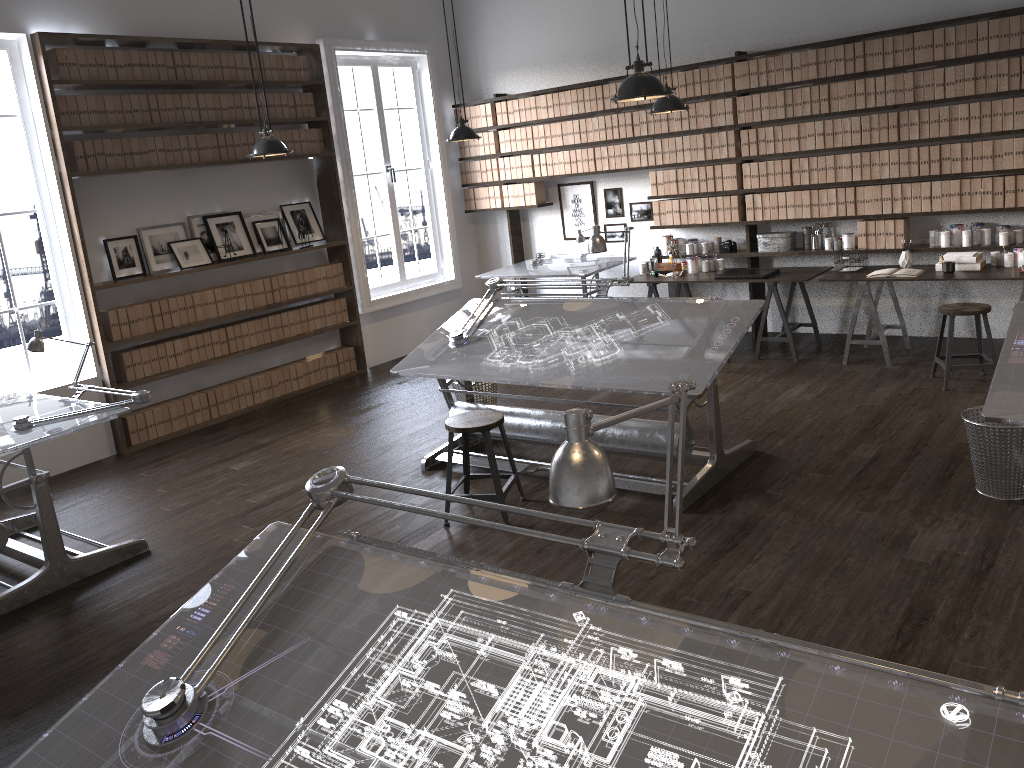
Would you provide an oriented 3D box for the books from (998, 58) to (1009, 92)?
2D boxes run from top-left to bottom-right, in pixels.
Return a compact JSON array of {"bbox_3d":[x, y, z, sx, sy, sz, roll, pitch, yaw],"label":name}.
[{"bbox_3d":[3.507,-2.192,6.299,0.067,0.223,0.176,2,15,37],"label":"books"}]

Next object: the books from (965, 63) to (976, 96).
[{"bbox_3d":[3.341,-2.205,6.425,0.067,0.223,0.176,2,15,37],"label":"books"}]

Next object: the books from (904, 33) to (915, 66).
[{"bbox_3d":[2.988,-2.499,6.625,0.067,0.223,0.176,2,15,37],"label":"books"}]

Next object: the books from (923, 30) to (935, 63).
[{"bbox_3d":[3.094,-2.489,6.536,0.067,0.223,0.176,2,15,37],"label":"books"}]

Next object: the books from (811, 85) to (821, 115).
[{"bbox_3d":[2.463,-2.275,7.106,0.067,0.223,0.176,2,15,37],"label":"books"}]

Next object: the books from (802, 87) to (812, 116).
[{"bbox_3d":[2.404,-2.279,7.146,0.067,0.223,0.176,2,15,37],"label":"books"}]

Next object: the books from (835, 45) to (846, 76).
[{"bbox_3d":[2.591,-2.529,6.925,0.067,0.223,0.176,2,15,37],"label":"books"}]

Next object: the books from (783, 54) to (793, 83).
[{"bbox_3d":[2.265,-2.554,7.175,0.067,0.223,0.176,2,15,37],"label":"books"}]

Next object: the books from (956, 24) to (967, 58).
[{"bbox_3d":[3.269,-2.478,6.412,0.067,0.223,0.176,2,15,37],"label":"books"}]

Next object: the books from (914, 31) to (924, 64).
[{"bbox_3d":[3.047,-2.494,6.578,0.067,0.223,0.176,2,15,37],"label":"books"}]

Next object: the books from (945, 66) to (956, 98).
[{"bbox_3d":[3.240,-2.214,6.506,0.067,0.223,0.176,2,15,37],"label":"books"}]

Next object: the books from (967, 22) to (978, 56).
[{"bbox_3d":[3.323,-2.473,6.368,0.067,0.223,0.176,2,15,37],"label":"books"}]

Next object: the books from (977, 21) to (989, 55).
[{"bbox_3d":[3.376,-2.468,6.322,0.067,0.223,0.176,2,15,37],"label":"books"}]

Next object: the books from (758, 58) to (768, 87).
[{"bbox_3d":[2.100,-2.568,7.304,0.067,0.223,0.176,2,15,37],"label":"books"}]

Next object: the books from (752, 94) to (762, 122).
[{"bbox_3d":[2.078,-2.304,7.396,0.067,0.223,0.176,2,15,37],"label":"books"}]

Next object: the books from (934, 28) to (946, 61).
[{"bbox_3d":[3.152,-2.485,6.493,0.067,0.223,0.176,2,15,37],"label":"books"}]

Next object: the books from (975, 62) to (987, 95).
[{"bbox_3d":[3.397,-2.202,6.389,0.067,0.223,0.176,2,15,37],"label":"books"}]

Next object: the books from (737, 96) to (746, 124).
[{"bbox_3d":[1.970,-2.314,7.486,0.067,0.223,0.176,2,15,37],"label":"books"}]

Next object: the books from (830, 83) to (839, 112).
[{"bbox_3d":[2.582,-2.266,7.016,0.067,0.223,0.176,2,15,37],"label":"books"}]

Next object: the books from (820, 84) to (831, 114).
[{"bbox_3d":[2.520,-2.269,7.056,0.067,0.223,0.176,2,15,37],"label":"books"}]

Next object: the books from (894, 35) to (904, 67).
[{"bbox_3d":[2.934,-2.504,6.669,0.067,0.223,0.176,2,15,37],"label":"books"}]

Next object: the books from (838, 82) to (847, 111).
[{"bbox_3d":[2.632,-2.262,6.974,0.067,0.223,0.176,2,15,37],"label":"books"}]

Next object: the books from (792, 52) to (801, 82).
[{"bbox_3d":[2.323,-2.550,7.132,0.067,0.223,0.176,2,15,37],"label":"books"}]

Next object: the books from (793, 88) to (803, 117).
[{"bbox_3d":[2.350,-2.284,7.192,0.067,0.223,0.176,2,15,37],"label":"books"}]

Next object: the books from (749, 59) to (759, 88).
[{"bbox_3d":[2.040,-2.572,7.346,0.067,0.223,0.176,2,15,37],"label":"books"}]

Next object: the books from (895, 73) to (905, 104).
[{"bbox_3d":[2.964,-2.236,6.720,0.067,0.223,0.176,2,15,37],"label":"books"}]

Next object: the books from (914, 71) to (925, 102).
[{"bbox_3d":[3.073,-2.228,6.639,0.067,0.223,0.176,2,15,37],"label":"books"}]

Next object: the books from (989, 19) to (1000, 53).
[{"bbox_3d":[3.435,-2.463,6.279,0.067,0.223,0.176,2,15,37],"label":"books"}]

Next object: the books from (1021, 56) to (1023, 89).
[{"bbox_3d":[3.623,-2.183,6.210,0.067,0.223,0.176,2,15,37],"label":"books"}]

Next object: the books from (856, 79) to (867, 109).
[{"bbox_3d":[2.737,-2.252,6.888,0.067,0.223,0.176,2,15,37],"label":"books"}]

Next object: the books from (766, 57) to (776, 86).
[{"bbox_3d":[2.157,-2.565,7.265,0.067,0.223,0.176,2,15,37],"label":"books"}]

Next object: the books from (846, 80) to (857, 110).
[{"bbox_3d":[2.679,-2.256,6.932,0.067,0.223,0.176,2,15,37],"label":"books"}]

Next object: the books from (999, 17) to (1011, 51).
[{"bbox_3d":[3.486,-2.460,6.242,0.067,0.223,0.176,2,15,37],"label":"books"}]

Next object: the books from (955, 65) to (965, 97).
[{"bbox_3d":[3.290,-2.210,6.469,0.067,0.223,0.176,2,15,37],"label":"books"}]

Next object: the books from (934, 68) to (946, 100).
[{"bbox_3d":[3.181,-2.218,6.549,0.067,0.223,0.176,2,15,37],"label":"books"}]

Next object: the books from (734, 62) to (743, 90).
[{"bbox_3d":[1.935,-2.581,7.431,0.067,0.223,0.176,2,15,37],"label":"books"}]

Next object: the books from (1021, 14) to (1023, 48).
[{"bbox_3d":[3.593,-2.452,6.161,0.067,0.223,0.176,2,15,37],"label":"books"}]

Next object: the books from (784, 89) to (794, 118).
[{"bbox_3d":[2.294,-2.289,7.235,0.067,0.223,0.176,2,15,37],"label":"books"}]

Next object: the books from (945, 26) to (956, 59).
[{"bbox_3d":[3.211,-2.481,6.451,0.067,0.223,0.176,2,15,37],"label":"books"}]

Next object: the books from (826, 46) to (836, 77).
[{"bbox_3d":[2.538,-2.535,6.971,0.067,0.223,0.176,2,15,37],"label":"books"}]

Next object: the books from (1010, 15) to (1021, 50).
[{"bbox_3d":[3.536,-2.455,6.198,0.067,0.223,0.176,2,15,37],"label":"books"}]

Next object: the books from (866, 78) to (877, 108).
[{"bbox_3d":[2.796,-2.248,6.847,0.067,0.223,0.176,2,15,37],"label":"books"}]

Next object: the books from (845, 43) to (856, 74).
[{"bbox_3d":[2.651,-2.526,6.886,0.067,0.223,0.176,2,15,37],"label":"books"}]

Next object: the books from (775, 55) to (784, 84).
[{"bbox_3d":[2.211,-2.560,7.221,0.067,0.223,0.176,2,15,37],"label":"books"}]

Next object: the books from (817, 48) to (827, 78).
[{"bbox_3d":[2.481,-2.539,7.015,0.067,0.223,0.176,2,15,37],"label":"books"}]

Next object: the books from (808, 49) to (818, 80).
[{"bbox_3d":[2.425,-2.542,7.051,0.067,0.223,0.176,2,15,37],"label":"books"}]

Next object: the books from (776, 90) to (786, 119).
[{"bbox_3d":[2.237,-2.291,7.272,0.067,0.223,0.176,2,15,37],"label":"books"}]

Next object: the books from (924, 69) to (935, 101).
[{"bbox_3d":[3.128,-2.223,6.595,0.067,0.223,0.176,2,15,37],"label":"books"}]

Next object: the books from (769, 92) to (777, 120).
[{"bbox_3d":[2.187,-2.297,7.316,0.067,0.223,0.176,2,15,37],"label":"books"}]

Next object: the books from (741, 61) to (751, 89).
[{"bbox_3d":[1.983,-2.576,7.390,0.067,0.223,0.176,2,15,37],"label":"books"}]

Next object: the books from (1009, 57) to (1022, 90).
[{"bbox_3d":[3.567,-2.189,6.260,0.067,0.223,0.176,2,15,37],"label":"books"}]

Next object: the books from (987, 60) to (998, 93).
[{"bbox_3d":[3.454,-2.198,6.346,0.067,0.223,0.176,2,15,37],"label":"books"}]

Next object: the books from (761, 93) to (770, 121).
[{"bbox_3d":[2.136,-2.300,7.353,0.067,0.223,0.176,2,15,37],"label":"books"}]

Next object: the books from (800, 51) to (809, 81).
[{"bbox_3d":[2.374,-2.547,7.095,0.067,0.223,0.176,2,15,37],"label":"books"}]

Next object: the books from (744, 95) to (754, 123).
[{"bbox_3d":[2.024,-2.309,7.442,0.067,0.223,0.176,2,15,37],"label":"books"}]

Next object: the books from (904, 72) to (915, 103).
[{"bbox_3d":[3.014,-2.230,6.676,0.067,0.223,0.176,2,15,37],"label":"books"}]

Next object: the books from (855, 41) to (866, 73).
[{"bbox_3d":[2.707,-2.520,6.836,0.067,0.223,0.176,2,15,37],"label":"books"}]
